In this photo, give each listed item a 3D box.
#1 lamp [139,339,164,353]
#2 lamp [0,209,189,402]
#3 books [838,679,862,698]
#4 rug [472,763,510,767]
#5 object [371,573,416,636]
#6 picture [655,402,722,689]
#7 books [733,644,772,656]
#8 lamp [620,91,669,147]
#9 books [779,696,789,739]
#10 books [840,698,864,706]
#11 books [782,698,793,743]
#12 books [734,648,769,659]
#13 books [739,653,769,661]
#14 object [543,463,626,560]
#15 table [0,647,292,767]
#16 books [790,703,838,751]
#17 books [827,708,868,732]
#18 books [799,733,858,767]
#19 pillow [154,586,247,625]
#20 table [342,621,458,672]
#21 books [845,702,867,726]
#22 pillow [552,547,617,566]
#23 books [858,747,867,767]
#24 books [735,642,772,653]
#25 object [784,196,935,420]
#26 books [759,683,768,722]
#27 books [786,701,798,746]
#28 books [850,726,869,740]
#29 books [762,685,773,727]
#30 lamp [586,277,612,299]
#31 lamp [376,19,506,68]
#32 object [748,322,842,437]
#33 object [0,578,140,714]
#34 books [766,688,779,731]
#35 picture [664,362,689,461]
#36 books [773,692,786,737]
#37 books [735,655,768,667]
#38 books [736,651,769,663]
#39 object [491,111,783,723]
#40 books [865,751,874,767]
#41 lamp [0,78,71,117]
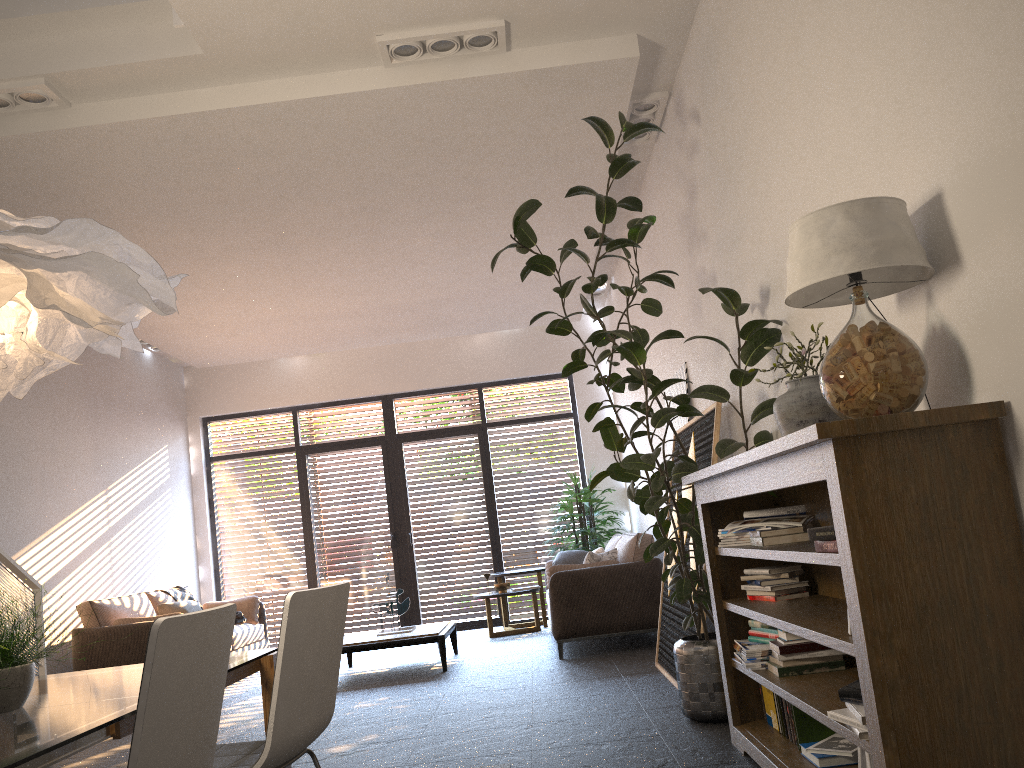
[{"bbox_3d":[-3.880,-0.447,9.535,0.253,0.065,0.650,-7,-10,0],"label":"lamp"},{"bbox_3d":[-1.720,-2.442,2.596,1.119,5.177,1.067,-8,-7,11],"label":"lamp"},{"bbox_3d":[1.010,0.817,2.370,0.222,0.023,0.147,-16,-13,41],"label":"books"},{"bbox_3d":[-1.225,1.515,2.114,2.371,0.006,3.714,-7,-10,0],"label":"rug"},{"bbox_3d":[-2.228,-0.634,3.859,0.366,4.442,8.959,-8,-9,11],"label":"object"},{"bbox_3d":[1.074,1.027,5.508,0.386,1.594,1.508,-7,-8,0],"label":"picture"},{"bbox_3d":[1.031,1.063,3.583,0.218,0.007,0.307,-8,-10,4],"label":"books"},{"bbox_3d":[0.825,-1.701,5.674,0.253,0.065,0.650,-7,-10,0],"label":"lamp"},{"bbox_3d":[1.143,1.261,3.491,0.171,0.239,0.056,-7,-7,0],"label":"books"},{"bbox_3d":[1.009,0.841,2.373,0.155,0.022,0.207,-3,-10,-19],"label":"books"},{"bbox_3d":[1.143,1.260,3.438,0.171,0.223,0.083,-7,-7,0],"label":"books"},{"bbox_3d":[1.032,1.077,3.584,0.219,0.008,0.290,-8,-10,4],"label":"books"},{"bbox_3d":[1.037,1.088,3.588,0.219,0.008,0.290,-8,-10,6],"label":"books"},{"bbox_3d":[0.828,1.758,9.851,0.977,1.711,0.921,-2,-9,-34],"label":"object"},{"bbox_3d":[-1.273,1.167,2.140,0.997,0.709,1.813,-7,-10,0],"label":"table"},{"bbox_3d":[1.127,1.230,3.309,0.167,0.240,0.105,-7,-7,0],"label":"books"},{"bbox_3d":[0.980,0.887,2.353,0.174,0.019,0.246,-5,-10,-10],"label":"books"},{"bbox_3d":[1.124,1.288,3.111,0.270,0.049,0.260,3,-14,-44],"label":"books"},{"bbox_3d":[-3.261,2.346,8.732,0.959,0.703,1.022,-11,-10,24],"label":"pillow"},{"bbox_3d":[-1.038,2.326,7.712,1.049,0.305,1.124,-7,-10,0],"label":"table"},{"bbox_3d":[0.998,0.863,2.356,0.175,0.023,0.244,-9,-10,10],"label":"books"},{"bbox_3d":[0.657,1.717,8.252,0.618,0.340,1.907,-7,-10,0],"label":"pillow"},{"bbox_3d":[1.038,1.086,2.420,0.174,0.233,0.101,-7,-7,0],"label":"books"},{"bbox_3d":[1.034,1.055,3.584,0.218,0.007,0.307,-8,-10,5],"label":"books"},{"bbox_3d":[0.962,-0.175,2.427,0.389,0.578,0.393,-2,-9,-30],"label":"object"},{"bbox_3d":[1.149,1.310,3.786,0.171,0.239,0.085,-7,-7,0],"label":"books"},{"bbox_3d":[1.140,1.241,3.379,0.171,0.239,0.085,-7,-7,0],"label":"books"},{"bbox_3d":[0.983,0.907,2.356,0.155,0.020,0.206,-9,-10,10],"label":"books"},{"bbox_3d":[1.148,1.303,3.717,0.171,0.233,0.101,-7,-7,0],"label":"books"},{"bbox_3d":[0.912,-1.039,9.496,0.253,0.065,0.650,-7,-10,0],"label":"lamp"},{"bbox_3d":[-0.356,-1.756,4.543,0.645,0.065,0.255,-7,-10,0],"label":"lamp"},{"bbox_3d":[1.010,0.012,3.031,0.385,0.409,0.278,-4,-9,-21],"label":"object"},{"bbox_3d":[-1.320,0.654,2.214,0.531,0.365,0.673,-6,-9,-4],"label":"object"},{"bbox_3d":[1.146,1.288,3.635,0.171,0.234,0.108,-7,-7,0],"label":"books"},{"bbox_3d":[1.199,0.935,6.286,0.207,2.005,0.964,-7,-7,0],"label":"picture"},{"bbox_3d":[1.140,1.272,3.548,0.167,0.239,0.100,-7,-7,0],"label":"books"},{"bbox_3d":[1.034,1.107,3.585,0.219,0.008,0.307,-8,-10,5],"label":"books"},{"bbox_3d":[1.037,1.094,3.587,0.219,0.008,0.290,-8,-10,6],"label":"books"},{"bbox_3d":[0.695,0.095,4.542,0.906,3.178,2.028,-4,-8,-22],"label":"object"},{"bbox_3d":[1.026,1.063,2.301,0.175,0.241,0.024,-7,-7,0],"label":"books"},{"bbox_3d":[-2.660,-1.472,4.562,0.645,0.065,0.255,-7,-10,0],"label":"lamp"}]
